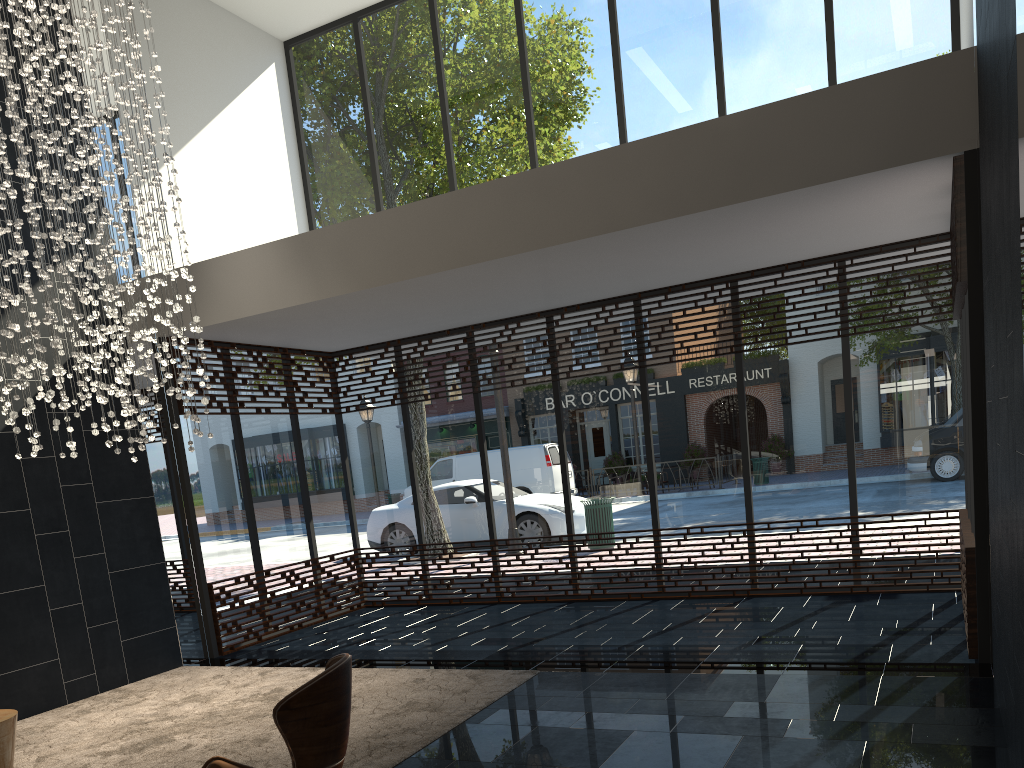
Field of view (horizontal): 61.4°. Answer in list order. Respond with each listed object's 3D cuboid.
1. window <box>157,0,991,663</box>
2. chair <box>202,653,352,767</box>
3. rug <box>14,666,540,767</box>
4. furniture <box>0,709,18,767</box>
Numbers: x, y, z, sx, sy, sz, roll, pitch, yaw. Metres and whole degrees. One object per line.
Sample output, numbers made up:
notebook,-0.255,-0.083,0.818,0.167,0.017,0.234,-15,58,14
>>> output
window,0.215,-0.956,6.946,6.194,6.136,2.283,-5,6,26
chair,-0.838,1.334,2.738,0.786,0.947,0.664,-7,4,-6
rug,-1.836,2.177,5.674,3.447,0.006,2.294,-9,-6,26
furniture,-2.515,1.848,4.086,0.387,0.530,0.391,-8,4,-29
